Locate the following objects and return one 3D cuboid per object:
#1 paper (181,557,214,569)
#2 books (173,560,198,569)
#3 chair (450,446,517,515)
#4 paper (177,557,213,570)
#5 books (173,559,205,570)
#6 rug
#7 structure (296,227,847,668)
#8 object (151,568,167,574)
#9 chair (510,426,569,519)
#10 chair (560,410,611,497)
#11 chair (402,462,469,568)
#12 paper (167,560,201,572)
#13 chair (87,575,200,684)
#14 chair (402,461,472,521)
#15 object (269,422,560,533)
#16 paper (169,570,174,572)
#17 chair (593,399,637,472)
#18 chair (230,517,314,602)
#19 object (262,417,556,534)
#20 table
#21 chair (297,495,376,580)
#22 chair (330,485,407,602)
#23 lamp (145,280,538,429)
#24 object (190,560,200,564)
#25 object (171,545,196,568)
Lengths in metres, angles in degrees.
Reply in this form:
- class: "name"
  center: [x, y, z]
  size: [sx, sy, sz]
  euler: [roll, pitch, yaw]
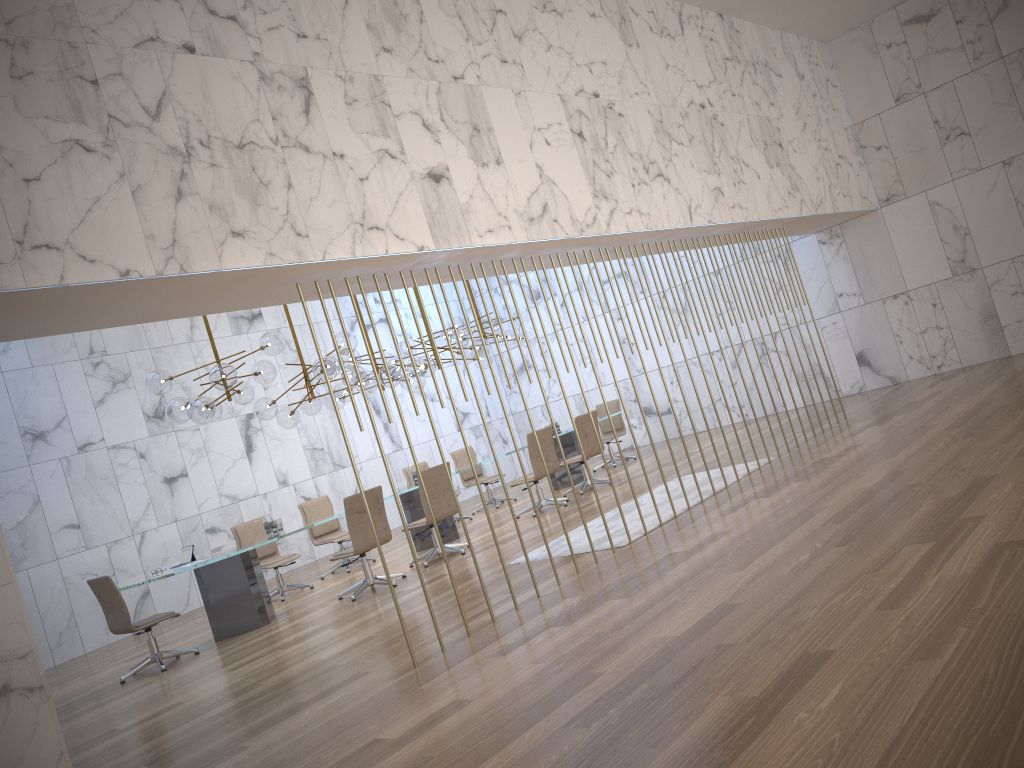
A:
- class: "paper"
  center: [-2.989, 1.696, 8.392]
  size: [0.210, 0.001, 0.290]
  euler: [-19, -2, 34]
- class: "books"
  center: [-3.143, 1.738, 8.529]
  size: [0.126, 0.012, 0.205]
  euler: [-19, -2, 39]
- class: "chair"
  center: [-0.457, 1.422, 13.615]
  size: [0.697, 1.000, 0.726]
  euler: [-19, -2, 41]
- class: "paper"
  center: [-2.989, 1.696, 8.392]
  size: [0.210, 0.001, 0.290]
  euler: [-19, -2, 35]
- class: "books"
  center: [-3.087, 1.724, 8.458]
  size: [0.239, 0.012, 0.205]
  euler: [-18, -2, 29]
- class: "rug"
  center: [1.394, 1.191, 8.686]
  size: [1.320, 0.034, 3.025]
  euler: [-19, -2, 41]
- class: "structure"
  center: [1.366, -0.093, 8.089]
  size: [0.023, 2.456, 7.223]
  euler: [-19, -2, 42]
- class: "object"
  center: [-3.564, 1.876, 8.952]
  size: [0.134, 0.037, 0.096]
  euler: [-18, -2, 20]
- class: "chair"
  center: [0.292, 1.108, 11.165]
  size: [0.697, 1.000, 0.726]
  euler: [-19, -2, 42]
- class: "chair"
  center: [0.930, 0.931, 11.905]
  size: [0.697, 1.000, 0.726]
  euler: [-19, -2, 42]
- class: "chair"
  center: [-0.898, 1.439, 9.787]
  size: [0.697, 1.000, 0.726]
  euler: [-19, -2, 42]
- class: "paper"
  center: [-3.160, 1.754, 8.539]
  size: [0.210, 0.001, 0.290]
  euler: [-19, -2, 40]
- class: "chair"
  center: [-3.523, 2.223, 8.420]
  size: [0.726, 1.000, 0.697]
  euler: [-19, -2, 42]
- class: "chair"
  center: [-1.100, 1.601, 12.870]
  size: [0.697, 1.000, 0.726]
  euler: [-19, -2, 41]
- class: "object"
  center: [-0.980, 1.099, 11.457]
  size: [0.183, 0.117, 5.112]
  euler: [-19, -2, 42]
- class: "paper"
  center: [-3.172, 1.759, 8.541]
  size: [0.210, 0.001, 0.290]
  euler: [-19, -2, 39]
- class: "chair"
  center: [1.524, 0.818, 14.260]
  size: [0.726, 1.000, 0.697]
  euler: [-19, -2, 42]
- class: "chair"
  center: [-2.921, 2.108, 10.759]
  size: [0.697, 1.000, 0.726]
  euler: [-19, -2, 41]
- class: "object"
  center: [-1.020, 1.063, 11.501]
  size: [0.124, 0.213, 5.189]
  euler: [-19, -2, 42]
- class: "table"
  center: [-1.059, 1.617, 11.235]
  size: [2.092, 0.835, 7.924]
  euler: [-19, -2, 42]
- class: "chair"
  center: [-2.286, 1.931, 11.495]
  size: [0.697, 1.000, 0.726]
  euler: [-19, -2, 41]
- class: "chair"
  center: [-1.540, 1.618, 9.042]
  size: [0.697, 1.000, 0.726]
  euler: [-19, -2, 42]
- class: "lamp"
  center: [-1.982, -1.043, 11.233]
  size: [1.557, 2.716, 5.672]
  euler: [-19, -2, 42]
- class: "object"
  center: [-3.005, 1.691, 8.431]
  size: [0.011, 0.011, 0.158]
  euler: [-18, -2, 17]
- class: "object"
  center: [-3.313, 1.731, 8.879]
  size: [0.255, 0.159, 0.205]
  euler: [-19, -2, 42]
